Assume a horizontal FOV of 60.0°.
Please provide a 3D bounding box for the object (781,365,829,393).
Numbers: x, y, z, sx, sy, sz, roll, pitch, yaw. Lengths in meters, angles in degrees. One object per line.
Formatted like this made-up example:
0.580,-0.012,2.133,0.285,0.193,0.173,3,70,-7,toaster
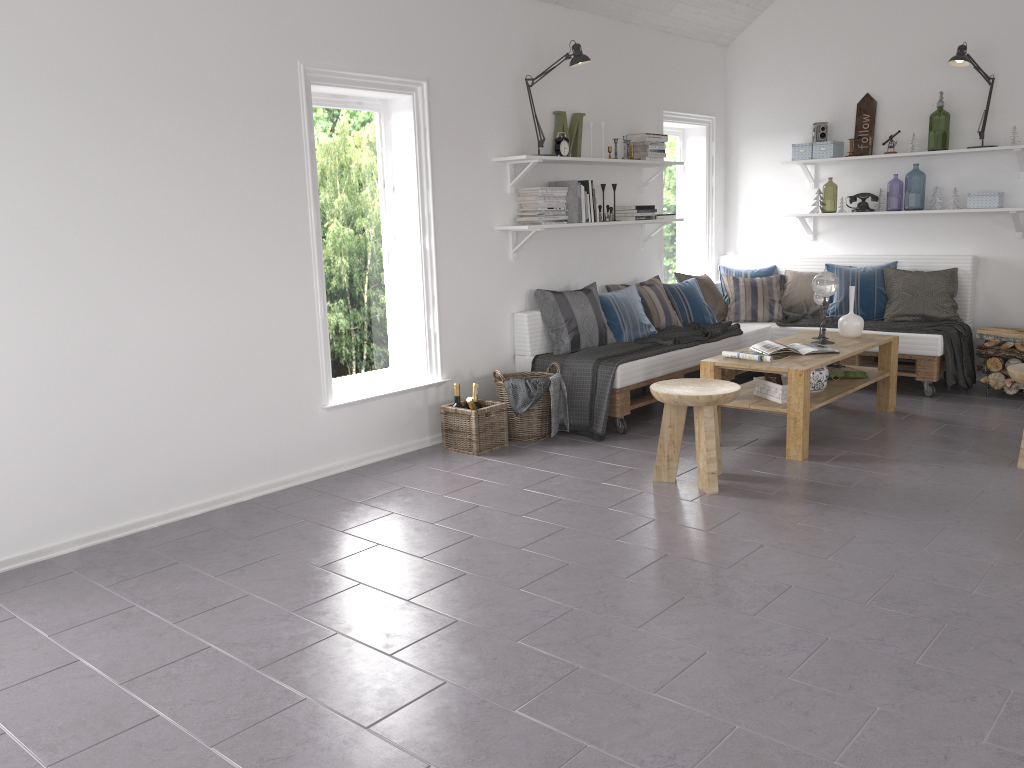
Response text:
1.685,-0.049,5.163,0.302,0.161,0.302,6,13,37,object

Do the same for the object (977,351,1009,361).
3.426,-0.176,5.928,0.562,0.063,0.095,8,14,41,object

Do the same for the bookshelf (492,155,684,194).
0.580,-1.406,6.006,0.269,0.212,1.820,7,14,40,bookshelf

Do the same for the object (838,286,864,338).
2.140,-0.453,5.592,0.155,0.325,0.155,0,11,12,object

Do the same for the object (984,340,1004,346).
3.521,-0.256,6.014,0.562,0.057,0.097,7,14,40,object

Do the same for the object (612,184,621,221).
0.720,-1.271,6.219,0.085,0.259,0.085,0,11,10,object

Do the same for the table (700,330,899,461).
1.764,0.019,5.333,0.607,0.485,1.457,7,14,40,table

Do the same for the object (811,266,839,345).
1.900,-0.481,5.391,0.155,0.468,0.155,2,11,20,object

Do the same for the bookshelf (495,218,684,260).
0.593,-1.004,6.083,0.269,0.212,1.820,7,14,40,bookshelf

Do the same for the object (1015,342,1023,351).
3.484,-0.282,5.964,0.096,0.068,0.467,7,14,40,object

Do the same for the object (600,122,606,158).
0.623,-1.659,6.071,0.084,0.256,0.084,0,11,10,object

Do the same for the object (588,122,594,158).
0.540,-1.651,6.047,0.084,0.256,0.084,0,11,10,object

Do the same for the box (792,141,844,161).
2.405,-1.825,6.963,0.332,0.131,0.242,7,14,41,box

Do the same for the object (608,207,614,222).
0.680,-1.163,6.081,0.032,0.102,0.058,6,13,36,object

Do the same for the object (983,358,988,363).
3.582,-0.117,6.144,0.569,0.078,0.115,8,14,41,object

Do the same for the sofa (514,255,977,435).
1.703,-0.345,6.113,2.017,0.932,2.855,7,14,40,sofa

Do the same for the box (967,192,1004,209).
3.323,-1.286,6.224,0.202,0.110,0.137,7,14,41,box

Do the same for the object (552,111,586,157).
0.372,-1.640,5.879,0.052,0.311,0.330,7,14,40,object

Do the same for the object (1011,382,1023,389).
3.499,-0.041,6.006,0.097,0.056,0.562,7,14,40,object

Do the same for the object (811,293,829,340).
1.948,-0.450,5.593,0.109,0.329,0.109,0,11,10,object

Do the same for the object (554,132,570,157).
0.318,-1.523,5.660,0.050,0.165,0.120,7,14,40,object

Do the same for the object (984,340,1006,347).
3.349,-0.299,6.073,0.098,0.061,0.467,8,14,42,object

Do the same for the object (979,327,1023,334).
3.433,-0.324,5.942,0.562,0.074,0.095,8,14,41,object

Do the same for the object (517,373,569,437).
0.131,0.120,5.308,0.349,0.356,0.290,6,13,35,object

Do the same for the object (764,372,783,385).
1.474,-0.003,4.985,0.090,0.139,0.182,-1,11,6,object

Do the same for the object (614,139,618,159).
0.712,-1.609,6.073,0.055,0.153,0.055,2,11,18,object

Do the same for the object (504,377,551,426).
0.096,0.113,5.258,0.303,0.332,0.367,-2,11,-3,object

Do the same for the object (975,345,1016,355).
3.425,-0.219,5.960,0.538,0.082,0.099,7,14,40,object

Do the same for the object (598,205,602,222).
0.606,-1.171,6.094,0.032,0.117,0.058,1,11,15,object

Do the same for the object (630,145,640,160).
0.833,-1.601,6.151,0.124,0.100,0.124,-7,12,-26,object

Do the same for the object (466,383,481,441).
-0.235,0.176,5.196,0.094,0.361,0.127,7,14,40,object

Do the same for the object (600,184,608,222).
0.636,-1.258,6.168,0.085,0.259,0.085,0,11,10,object

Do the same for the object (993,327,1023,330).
3.557,-0.350,6.081,0.467,0.063,0.095,7,14,40,object

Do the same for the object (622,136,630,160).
0.773,-1.614,6.070,0.066,0.160,0.066,4,12,27,object

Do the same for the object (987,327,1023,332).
3.508,-0.336,6.013,0.541,0.070,0.101,8,14,41,object

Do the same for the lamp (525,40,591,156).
0.276,-1.763,5.505,0.439,0.703,0.196,-5,11,-13,lamp

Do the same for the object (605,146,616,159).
0.655,-1.548,5.941,0.088,0.085,0.088,-7,12,-26,object

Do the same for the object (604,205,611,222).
0.663,-1.180,6.133,0.058,0.117,0.032,-10,13,-37,object

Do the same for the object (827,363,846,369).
1.939,-0.107,5.465,0.176,0.029,0.195,-10,14,-38,object

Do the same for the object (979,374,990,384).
3.364,-0.072,6.188,0.052,0.056,0.561,7,14,40,object

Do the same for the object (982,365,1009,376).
3.393,-0.071,5.922,0.468,0.069,0.095,7,14,40,object

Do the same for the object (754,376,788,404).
1.485,0.029,4.925,0.155,0.102,0.281,-5,11,-15,object

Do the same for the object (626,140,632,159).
0.818,-1.645,6.241,0.055,0.153,0.055,0,11,9,object

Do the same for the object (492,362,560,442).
0.093,0.105,5.330,0.393,0.432,0.393,4,12,28,object

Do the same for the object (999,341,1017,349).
3.416,-0.290,6.023,0.098,0.060,0.467,8,15,43,object
